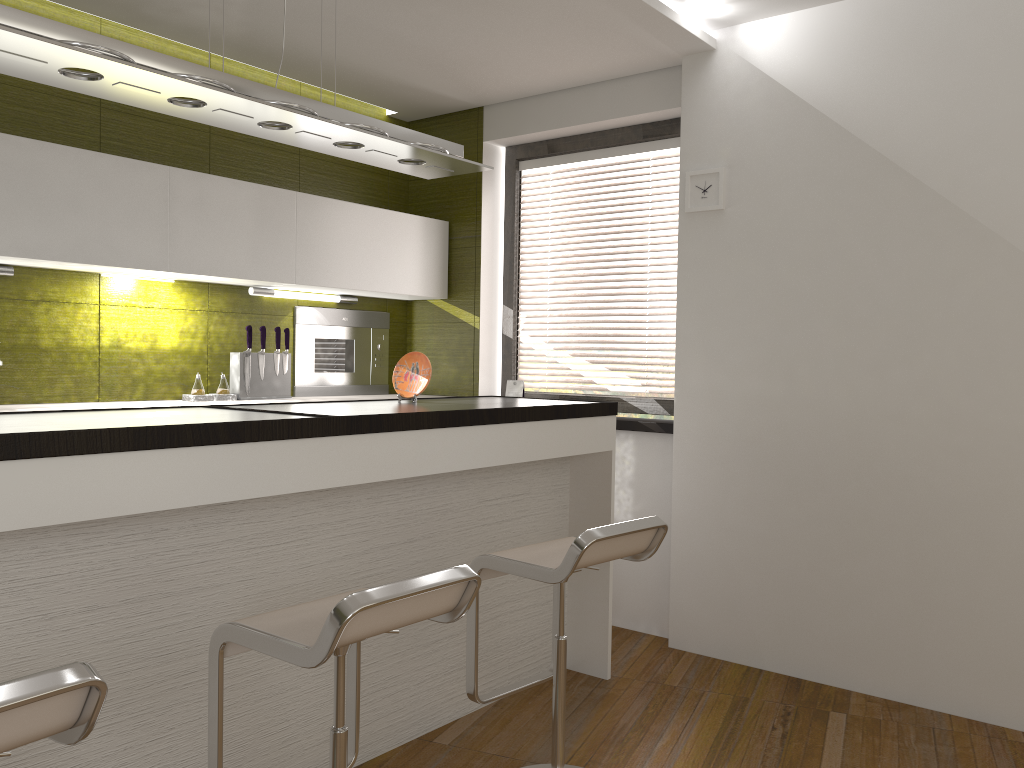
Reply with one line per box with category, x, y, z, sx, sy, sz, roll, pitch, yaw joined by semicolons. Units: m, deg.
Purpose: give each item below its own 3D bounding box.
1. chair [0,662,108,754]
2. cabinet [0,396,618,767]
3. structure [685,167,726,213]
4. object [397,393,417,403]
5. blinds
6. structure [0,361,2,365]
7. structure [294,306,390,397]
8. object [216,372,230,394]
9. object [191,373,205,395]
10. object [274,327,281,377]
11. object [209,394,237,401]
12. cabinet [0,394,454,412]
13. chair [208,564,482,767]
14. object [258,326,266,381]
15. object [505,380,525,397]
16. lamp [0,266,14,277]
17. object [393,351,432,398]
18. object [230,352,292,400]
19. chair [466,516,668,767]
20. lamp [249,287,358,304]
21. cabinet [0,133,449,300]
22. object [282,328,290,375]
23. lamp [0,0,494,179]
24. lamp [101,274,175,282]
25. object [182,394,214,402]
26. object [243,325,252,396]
chair;-0.882;0.821;1.259;0.460;0.857;0.418;2;2;33
cabinet;-0.747;0.645;2.657;0.663;1.134;2.947;2;2;38
structure;0.848;-0.849;3.895;0.180;0.180;0.026;2;2;38
object;-0.380;0.003;3.371;0.088;0.131;0.072;2;2;33
blinds;0.029;-3.219;8.653;16.000;12.704;9.030;1;2;-13
structure;-2.045;-0.228;3.279;0.110;0.346;0.266;2;2;38
structure;-0.909;-0.168;4.813;0.015;0.469;0.663;2;2;38
object;-1.340;0.007;4.114;0.059;0.121;0.059;1;2;5
object;-1.415;0.009;3.998;0.059;0.121;0.059;1;2;-6
object;-1.137;-0.157;4.293;0.013;0.243;0.036;2;2;38
object;-1.341;0.062;4.116;0.107;0.032;0.107;0;2;-40
cabinet;-1.367;0.624;3.911;0.465;1.086;2.940;2;2;38
chair;-0.363;0.812;1.927;0.460;0.857;0.418;2;2;38
object;-1.192;-0.146;4.223;0.013;0.264;0.042;2;2;38
object;0.016;0.066;4.736;0.106;0.169;0.057;2;2;32
lamp;-2.168;-0.433;3.172;0.041;0.041;0.715;2;2;38
object;-0.380;-0.035;3.371;0.184;0.178;0.055;2;2;34
object;-1.209;-0.037;4.273;0.107;0.227;0.293;2;2;38
chair;0.157;0.802;2.596;0.460;0.857;0.418;3;2;43
lamp;-1.055;-0.452;4.554;0.095;0.041;0.716;2;2;38
cabinet;-1.618;0.121;3.763;0.724;2.089;3.471;2;2;38
object;-1.106;-0.159;4.332;0.013;0.231;0.040;2;2;38
lamp;-0.703;-1.112;2.644;0.326;0.683;1.677;2;2;38
lamp;-1.632;-0.462;3.882;0.008;0.008;0.334;2;2;38
object;-1.416;0.064;3.999;0.107;0.032;0.107;2;2;38
object;-1.242;-0.107;4.161;0.013;0.339;0.046;2;2;38
